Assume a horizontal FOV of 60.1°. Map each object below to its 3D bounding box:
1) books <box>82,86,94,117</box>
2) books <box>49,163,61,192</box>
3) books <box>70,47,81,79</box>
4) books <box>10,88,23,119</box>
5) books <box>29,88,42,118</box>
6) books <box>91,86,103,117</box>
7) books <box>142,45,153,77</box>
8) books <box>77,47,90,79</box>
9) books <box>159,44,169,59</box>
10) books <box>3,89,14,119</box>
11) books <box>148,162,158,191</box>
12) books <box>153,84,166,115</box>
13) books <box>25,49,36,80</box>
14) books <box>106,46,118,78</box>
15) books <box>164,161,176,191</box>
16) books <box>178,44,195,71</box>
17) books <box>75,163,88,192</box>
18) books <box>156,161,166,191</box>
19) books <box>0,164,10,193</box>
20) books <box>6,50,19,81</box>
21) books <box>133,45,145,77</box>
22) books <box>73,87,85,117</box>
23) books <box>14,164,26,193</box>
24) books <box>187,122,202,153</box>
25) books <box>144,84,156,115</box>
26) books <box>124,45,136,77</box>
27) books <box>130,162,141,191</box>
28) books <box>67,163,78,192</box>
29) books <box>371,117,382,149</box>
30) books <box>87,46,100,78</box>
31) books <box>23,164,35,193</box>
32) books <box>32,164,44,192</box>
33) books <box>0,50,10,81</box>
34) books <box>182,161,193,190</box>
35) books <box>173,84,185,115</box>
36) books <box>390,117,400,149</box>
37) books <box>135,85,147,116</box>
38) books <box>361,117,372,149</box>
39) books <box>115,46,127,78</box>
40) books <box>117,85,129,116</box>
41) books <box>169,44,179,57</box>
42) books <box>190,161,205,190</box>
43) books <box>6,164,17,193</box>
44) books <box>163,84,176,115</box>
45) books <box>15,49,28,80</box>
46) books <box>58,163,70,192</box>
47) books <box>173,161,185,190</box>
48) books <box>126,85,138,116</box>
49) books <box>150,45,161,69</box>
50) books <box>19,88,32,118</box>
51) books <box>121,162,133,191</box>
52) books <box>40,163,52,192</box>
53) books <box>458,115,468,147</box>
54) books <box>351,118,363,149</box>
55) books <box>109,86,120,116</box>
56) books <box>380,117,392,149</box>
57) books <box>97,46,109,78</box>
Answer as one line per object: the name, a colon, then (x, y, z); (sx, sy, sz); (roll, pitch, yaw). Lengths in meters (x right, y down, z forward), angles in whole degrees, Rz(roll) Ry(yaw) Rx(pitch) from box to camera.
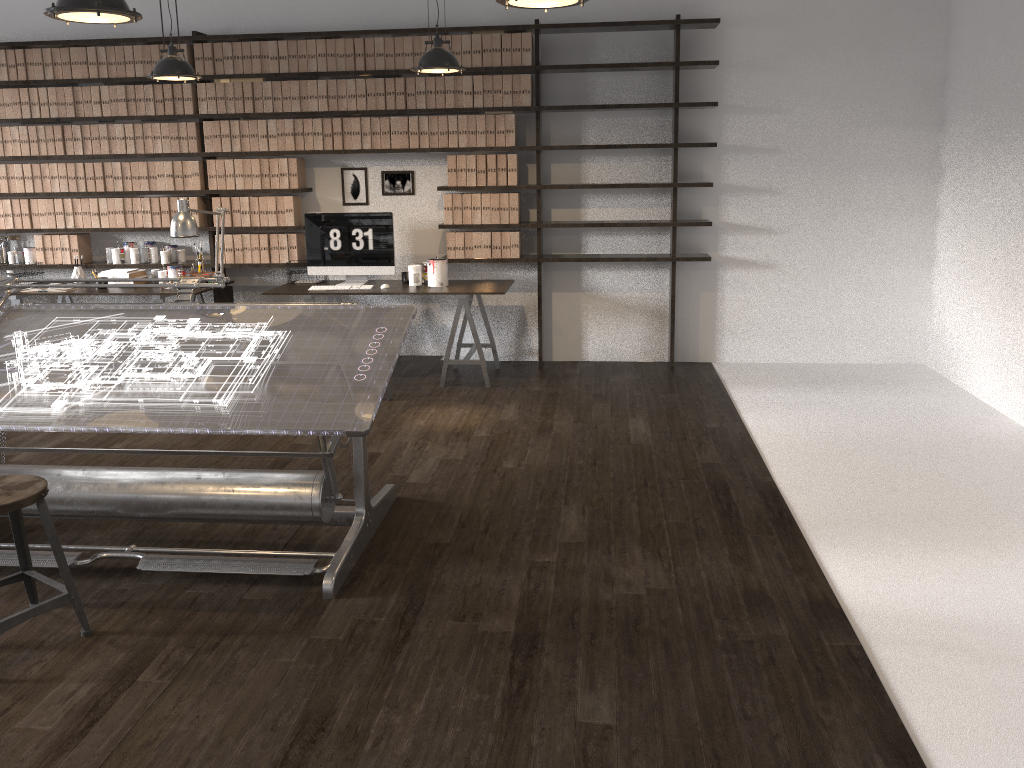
books: (-3.129, -2.106, 6.634); (0.067, 0.223, 0.176); (0, 12, 6)
books: (-3.446, -1.572, 6.773); (0.067, 0.223, 0.176); (0, 12, 6)
books: (-3.196, -2.376, 6.586); (0.067, 0.223, 0.176); (0, 12, 6)
books: (-3.688, -2.110, 6.687); (0.067, 0.223, 0.176); (0, 12, 6)
books: (-3.543, -2.109, 6.675); (0.067, 0.223, 0.176); (0, 12, 6)
books: (-3.060, -2.105, 6.623); (0.067, 0.223, 0.176); (0, 12, 6)
books: (-2.646, -2.371, 6.529); (0.067, 0.223, 0.176); (0, 12, 6)
books: (-3.133, -2.374, 6.575); (0.067, 0.223, 0.176); (0, 12, 6)
books: (-2.512, -2.370, 6.516); (0.067, 0.223, 0.176); (0, 12, 6)
books: (-3.750, -2.112, 6.698); (0.067, 0.223, 0.176); (0, 12, 6)
books: (-2.670, -1.566, 6.693); (0.067, 0.223, 0.176); (0, 12, 6)
books: (-2.579, -2.102, 6.578); (0.067, 0.223, 0.176); (0, 12, 6)
books: (-3.546, -2.379, 6.625); (0.067, 0.223, 0.176); (0, 12, 6)
books: (-2.919, -2.374, 6.560); (0.067, 0.223, 0.176); (0, 12, 6)
books: (-2.542, -1.564, 6.676); (0.067, 0.223, 0.176); (0, 12, 6)
books: (-2.372, -2.368, 6.497); (0.067, 0.223, 0.176); (0, 12, 6)
books: (-3.239, -1.571, 6.752); (0.067, 0.223, 0.176); (0, 12, 6)
books: (-2.608, -1.565, 6.685); (0.067, 0.223, 0.176); (0, 12, 6)
books: (-3.856, -1.575, 6.812); (0.067, 0.223, 0.176); (0, 12, 6)
books: (-3.695, -2.381, 6.640); (0.067, 0.223, 0.176); (0, 12, 6)
books: (-2.708, -2.371, 6.534); (0.067, 0.223, 0.176); (0, 12, 6)
books: (-3.198, -2.107, 6.643); (0.067, 0.223, 0.176); (0, 12, 6)
books: (-3.727, -1.575, 6.802); (0.067, 0.223, 0.176); (0, 12, 6)
books: (-2.345, -1.832, 6.605); (0.067, 0.223, 0.176); (0, 12, 6)
books: (-2.651, -2.101, 6.581); (0.067, 0.223, 0.176); (0, 12, 6)
books: (-2.781, -2.371, 6.540); (0.067, 0.223, 0.176); (0, 12, 6)
books: (-2.804, -1.568, 6.708); (0.067, 0.223, 0.176); (0, 12, 6)
books: (-3.302, -1.570, 6.754); (0.067, 0.223, 0.176); (0, 12, 6)
books: (-0.971, -1.827, 6.462); (0.067, 0.223, 0.176); (0, 12, 6)
books: (-3.062, -2.373, 6.567); (0.067, 0.223, 0.176); (0, 12, 6)
books: (-3.655, -1.574, 6.792); (0.067, 0.223, 0.176); (0, 12, 6)
books: (-3.585, -1.574, 6.789); (0.067, 0.223, 0.176); (0, 12, 6)
books: (-3.766, -2.380, 6.643); (0.067, 0.223, 0.176); (0, 12, 6)
books: (-2.402, -1.564, 6.667); (0.067, 0.223, 0.176); (0, 12, 6)
books: (-2.431, -2.100, 6.562); (0.067, 0.223, 0.176); (0, 12, 6)
books: (-0.828, -1.825, 6.444); (0.067, 0.223, 0.176); (0, 12, 6)
books: (-2.721, -2.103, 6.592); (0.067, 0.223, 0.176); (0, 12, 6)
books: (-1.041, -1.826, 6.466); (0.067, 0.223, 0.176); (0, 12, 6)
books: (-2.850, -2.373, 6.551); (0.067, 0.223, 0.176); (0, 12, 6)
books: (-2.859, -2.103, 6.601); (0.067, 0.223, 0.176); (0, 12, 6)
books: (-2.441, -2.370, 6.509); (0.067, 0.223, 0.176); (0, 12, 6)
books: (-2.338, -1.562, 6.654); (0.067, 0.223, 0.176); (0, 12, 6)
books: (-3.789, -1.576, 6.810); (0.067, 0.223, 0.176); (0, 12, 6)
books: (-2.505, -2.100, 6.564); (0.067, 0.223, 0.176); (0, 12, 6)
books: (-3.621, -2.379, 6.627); (0.067, 0.223, 0.176); (0, 12, 6)
books: (-3.374, -1.571, 6.762); (0.067, 0.223, 0.176); (0, 12, 6)
books: (-2.472, -1.564, 6.673); (0.067, 0.223, 0.176); (0, 12, 6)
books: (-2.791, -2.104, 6.599); (0.067, 0.223, 0.176); (0, 12, 6)
books: (-2.580, -2.369, 6.517); (0.067, 0.223, 0.176); (0, 12, 6)
books: (-3.616, -2.109, 6.679); (0.067, 0.223, 0.176); (0, 12, 6)
books: (-2.874, -1.568, 6.716); (0.067, 0.223, 0.176); (0, 12, 6)
books: (-3.515, -1.574, 6.784); (0.067, 0.223, 0.176); (0, 12, 6)
books: (-0.340, -1.820, 6.393); (0.067, 0.223, 0.176); (0, 12, 6)
books: (-1.113, -1.826, 6.470); (0.067, 0.223, 0.176); (0, 12, 6)
books: (-2.925, -2.104, 6.612); (0.067, 0.223, 0.176); (0, 12, 6)
books: (-0.902, -1.826, 6.453); (0.067, 0.223, 0.176); (0, 12, 6)
books: (-2.989, -2.374, 6.563); (0.067, 0.223, 0.176); (0, 12, 6)
